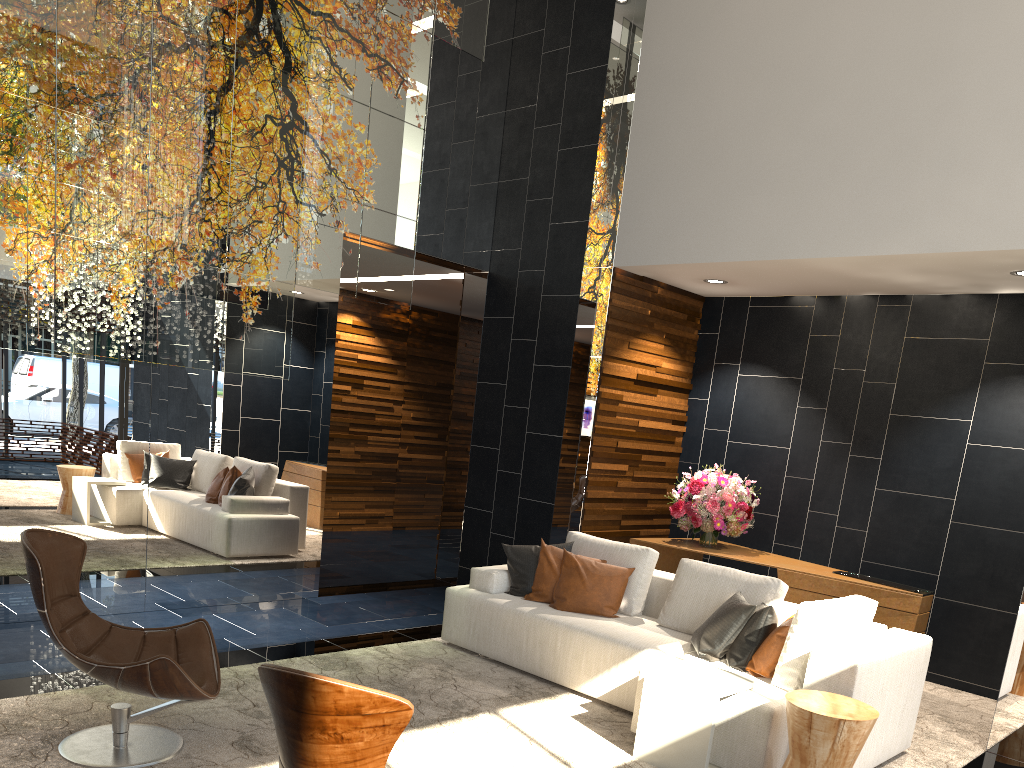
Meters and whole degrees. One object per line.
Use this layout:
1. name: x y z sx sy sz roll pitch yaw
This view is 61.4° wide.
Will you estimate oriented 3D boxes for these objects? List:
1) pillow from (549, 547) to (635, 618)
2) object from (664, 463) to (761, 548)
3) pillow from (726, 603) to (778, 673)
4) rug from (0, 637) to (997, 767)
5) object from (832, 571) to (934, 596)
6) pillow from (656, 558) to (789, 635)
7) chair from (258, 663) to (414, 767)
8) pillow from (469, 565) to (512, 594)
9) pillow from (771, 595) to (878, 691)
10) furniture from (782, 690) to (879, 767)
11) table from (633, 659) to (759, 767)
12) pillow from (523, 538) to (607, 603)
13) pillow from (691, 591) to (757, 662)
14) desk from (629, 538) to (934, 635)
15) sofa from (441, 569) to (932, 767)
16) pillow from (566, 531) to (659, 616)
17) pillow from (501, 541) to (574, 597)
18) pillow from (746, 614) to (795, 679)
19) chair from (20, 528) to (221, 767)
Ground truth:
1. pillow: 0.507 1.285 5.523 0.516 0.426 0.262 7 7 13
2. object: 1.626 0.978 6.941 0.647 0.696 0.687 10 6 34
3. pillow: 1.319 1.360 4.709 0.254 0.424 0.545 8 3 12
4. rug: 0.472 1.871 4.897 3.138 0.006 5.921 4 -3 44
5. object: 2.621 1.400 6.071 0.242 0.027 0.692 8 -3 -36
6. pillow: 1.257 1.320 5.190 0.701 0.449 0.289 8 6 44
7. chair: -0.357 1.207 2.537 0.672 0.956 0.771 8 6 11
8. pillow: -0.020 1.346 6.016 0.234 0.155 0.624 8 0 39
9. pillow: 1.625 1.328 4.457 0.714 0.471 0.212 5 7 -45
10. furniture: 1.370 1.665 3.825 0.394 0.536 0.379 5 7 -12
11. table: 0.906 1.655 4.257 0.390 0.479 0.399 12 8 43
12. pillow: 0.357 1.249 5.675 0.547 0.444 0.236 7 8 8
13. pillow: 1.182 1.351 4.824 0.299 0.374 0.494 7 3 3
14. desk: 2.050 1.741 6.673 2.191 0.770 0.991 6 2 43
15. sofa: 0.810 1.566 5.230 2.784 0.701 1.294 5 0 43
16. pillow: 0.615 1.262 5.787 0.702 0.465 0.246 8 7 42
17. pillow: 0.185 1.237 5.803 0.554 0.428 0.247 6 8 1
18. pillow: 1.434 1.353 4.544 0.261 0.424 0.519 12 6 39
19. chair: -1.624 1.104 3.603 0.793 0.957 0.652 4 7 -19
